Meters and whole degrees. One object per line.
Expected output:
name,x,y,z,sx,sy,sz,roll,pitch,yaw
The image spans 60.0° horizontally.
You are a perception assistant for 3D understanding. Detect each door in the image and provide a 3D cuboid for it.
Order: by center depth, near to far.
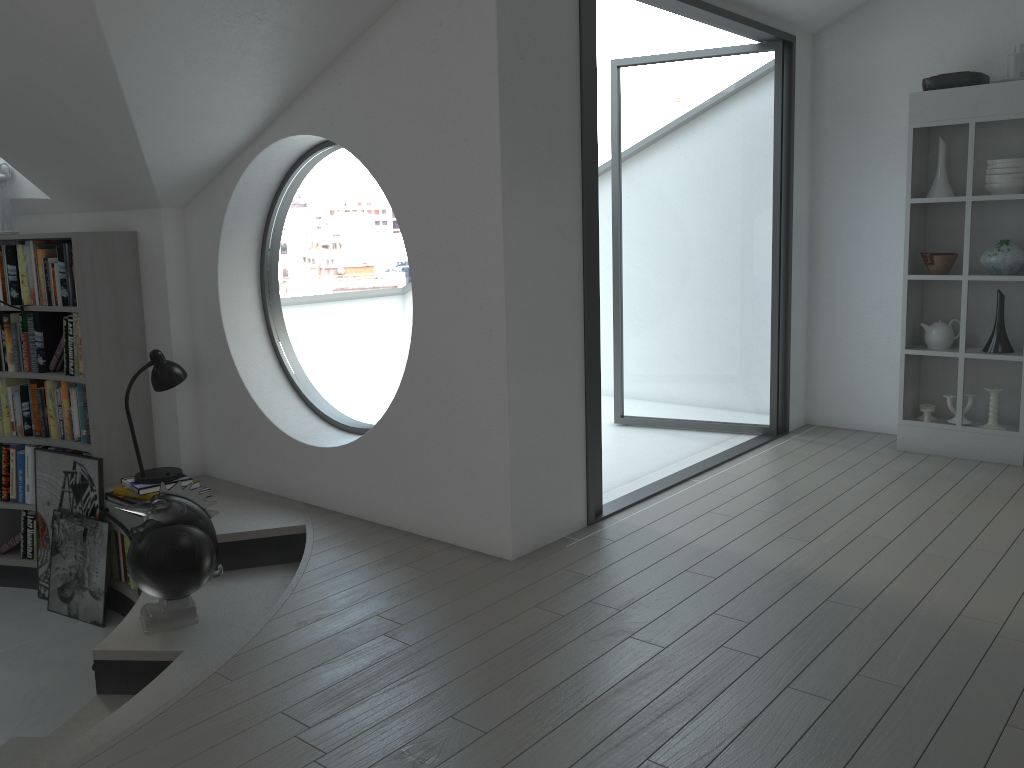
door,-0.043,-0.608,4.212,1.053,2.337,0.080,5,11,40
door,1.145,-0.874,5.577,1.052,2.337,0.080,2,9,25

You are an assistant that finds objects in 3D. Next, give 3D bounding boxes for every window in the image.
window,-0.780,-0.478,4.419,1.472,1.464,0.104,6,11,40

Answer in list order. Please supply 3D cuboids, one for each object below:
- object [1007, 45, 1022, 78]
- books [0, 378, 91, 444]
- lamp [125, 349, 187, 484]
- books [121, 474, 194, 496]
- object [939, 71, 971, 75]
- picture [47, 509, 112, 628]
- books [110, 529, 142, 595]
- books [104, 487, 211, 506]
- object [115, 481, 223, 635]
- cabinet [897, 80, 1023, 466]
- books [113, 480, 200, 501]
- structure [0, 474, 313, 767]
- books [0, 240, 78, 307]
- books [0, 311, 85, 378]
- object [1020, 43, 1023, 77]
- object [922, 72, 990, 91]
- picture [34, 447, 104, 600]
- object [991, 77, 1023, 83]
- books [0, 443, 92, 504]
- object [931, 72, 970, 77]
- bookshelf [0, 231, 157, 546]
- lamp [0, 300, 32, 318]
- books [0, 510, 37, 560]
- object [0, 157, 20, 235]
object,2.606,-1.658,4.599,0.054,0.195,0.054,-5,9,-25
books,-2.613,0.132,5.081,1.021,0.346,0.276,3,10,25
lamp,-1.791,0.153,4.490,0.323,0.657,0.234,-7,10,-34
books,-1.809,0.497,4.515,0.270,0.031,0.286,-10,13,-39
object,2.416,-1.623,4.827,0.170,0.119,0.171,6,12,40
picture,-2.329,0.985,4.765,0.489,0.553,0.107,4,10,30
books,-1.781,0.964,4.497,0.273,0.297,1.150,-8,11,-35
books,-1.807,0.565,4.524,0.388,0.042,0.366,7,13,39
object,-1.321,0.650,3.445,0.320,0.560,0.321,0,9,13
cabinet,2.545,-0.600,4.888,0.642,1.981,0.362,5,11,39
books,-1.808,0.529,4.519,0.304,0.034,0.287,4,11,30
structure,-3.142,1.192,3.243,4.709,0.690,4.730,-2,10,-5
books,-2.652,-0.626,4.975,1.014,0.361,0.294,2,10,22
books,-2.631,-0.246,5.024,1.052,0.357,0.280,3,10,25
object,2.702,-1.675,4.643,0.072,0.210,0.071,-6,9,-26
object,2.417,-1.605,4.830,0.299,0.119,0.299,6,12,39
picture,-2.442,0.806,4.890,0.579,0.859,0.091,3,9,30
object,2.657,-1.574,4.636,0.295,0.024,0.151,-6,11,-25
books,-2.672,0.508,5.148,1.184,0.357,0.305,2,10,21
object,2.417,-1.614,4.829,0.238,0.119,0.239,6,12,40
bookshelf,-4.220,0.314,4.015,2.111,1.872,4.346,6,12,39
lamp,-2.721,-0.605,4.766,0.112,0.523,0.276,3,10,30
books,-3.322,0.867,5.297,1.497,0.310,0.361,-1,9,2
object,-2.895,-1.074,4.985,0.179,0.471,0.179,-9,11,-40
